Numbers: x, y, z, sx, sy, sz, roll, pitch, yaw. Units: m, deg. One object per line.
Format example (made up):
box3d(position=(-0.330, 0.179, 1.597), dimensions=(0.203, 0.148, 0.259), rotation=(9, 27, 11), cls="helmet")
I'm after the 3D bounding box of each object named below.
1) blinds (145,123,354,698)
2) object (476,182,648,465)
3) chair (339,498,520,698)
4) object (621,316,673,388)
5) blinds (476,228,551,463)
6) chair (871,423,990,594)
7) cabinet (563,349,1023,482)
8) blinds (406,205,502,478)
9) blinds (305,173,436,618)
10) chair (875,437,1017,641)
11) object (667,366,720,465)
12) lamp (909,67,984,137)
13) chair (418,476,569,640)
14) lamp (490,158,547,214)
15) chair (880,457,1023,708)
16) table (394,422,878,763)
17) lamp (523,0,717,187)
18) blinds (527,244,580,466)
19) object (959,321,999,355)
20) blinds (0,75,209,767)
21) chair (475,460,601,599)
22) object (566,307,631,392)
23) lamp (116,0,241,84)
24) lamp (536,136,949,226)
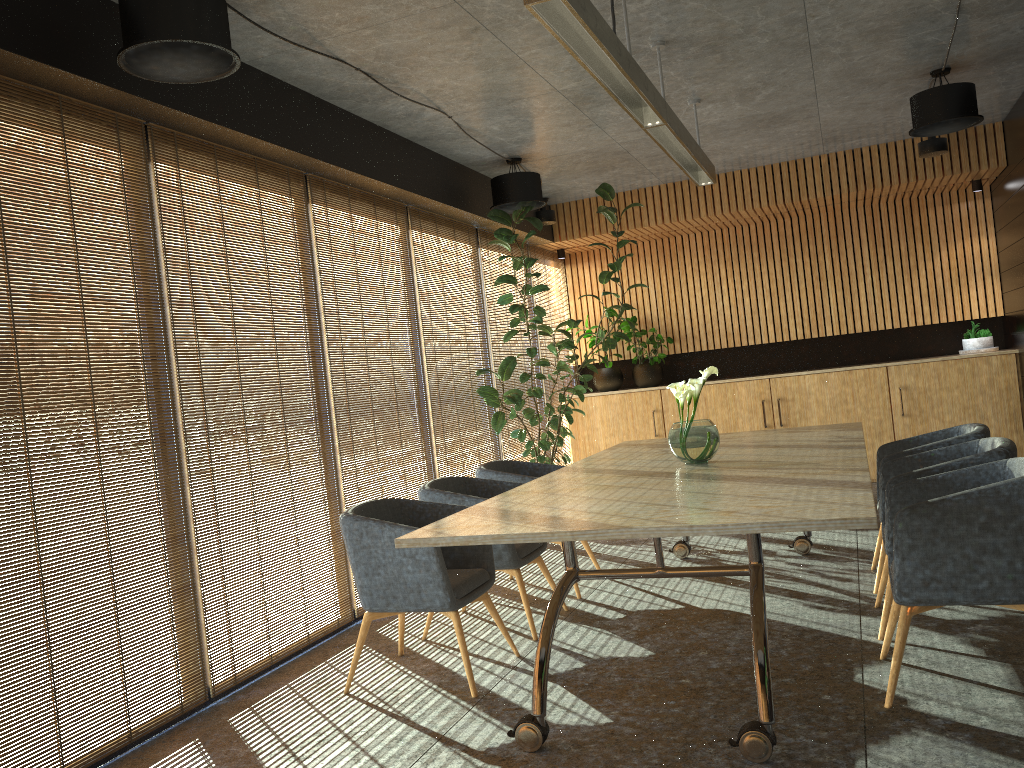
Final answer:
box3d(position=(-2.034, 0.189, 2.768), dimensions=(1.388, 3.075, 6.486), rotation=(-6, 0, 2), cls="blinds")
box3d(position=(0.295, -0.173, 8.785), dimensions=(1.875, 3.266, 1.958), rotation=(-6, 0, -31), cls="object")
box3d(position=(-0.465, 1.084, 4.745), dimensions=(0.761, 0.944, 0.706), rotation=(-6, 0, 21), cls="chair")
box3d(position=(1.577, -0.394, 10.751), dimensions=(0.679, 0.880, 0.512), rotation=(-6, 0, 24), cls="object")
box3d(position=(0.083, -0.072, 9.444), dimensions=(0.039, 3.038, 1.422), rotation=(-6, 0, 21), cls="blinds")
box3d(position=(2.589, 0.743, 5.495), dimensions=(0.761, 0.944, 0.706), rotation=(-6, 0, 21), cls="chair")
box3d(position=(3.089, 0.520, 10.324), dimensions=(4.954, 1.272, 1.006), rotation=(-6, 0, 21), cls="cabinet")
box3d(position=(-0.448, -0.011, 8.049), dimensions=(0.039, 3.038, 1.422), rotation=(-6, 0, 21), cls="blinds")
box3d(position=(-0.970, 0.048, 6.678), dimensions=(0.039, 3.038, 1.422), rotation=(-6, 0, 21), cls="blinds")
box3d(position=(2.269, 0.780, 4.655), dimensions=(0.761, 0.944, 0.706), rotation=(-6, 0, 21), cls="chair")
box3d(position=(1.039, 0.183, 5.120), dimensions=(0.295, 0.546, 0.322), rotation=(-6, 0, 31), cls="object")
box3d(position=(3.263, -2.157, 6.719), dimensions=(0.513, 0.497, 0.513), rotation=(-6, 0, -40), cls="lamp")
box3d(position=(-0.145, 1.048, 5.585), dimensions=(0.761, 0.944, 0.706), rotation=(-6, 0, 21), cls="chair")
box3d(position=(0.035, -1.799, 7.963), dimensions=(0.513, 0.497, 0.513), rotation=(-6, 0, -8), cls="lamp")
box3d(position=(1.949, 0.816, 3.815), dimensions=(0.761, 0.944, 0.706), rotation=(-6, 0, 21), cls="chair")
box3d(position=(1.116, 0.915, 5.099), dimensions=(1.816, 0.927, 3.932), rotation=(-6, 0, 21), cls="table")
box3d(position=(0.791, -1.793, 5.119), dimensions=(0.151, 0.618, 4.009), rotation=(-6, 0, 21), cls="lamp")
box3d(position=(0.604, -0.131, 10.815), dimensions=(0.039, 3.038, 1.422), rotation=(-6, 0, 21), cls="blinds")
box3d(position=(5.043, -0.510, 9.613), dimensions=(0.384, 0.347, 0.384), rotation=(-6, 0, 43), cls="object")
box3d(position=(-2.005, 0.166, 3.955), dimensions=(0.039, 3.038, 1.422), rotation=(-6, 0, 21), cls="blinds")
box3d(position=(0.174, 1.012, 6.425), dimensions=(0.761, 0.944, 0.706), rotation=(-6, 0, 21), cls="chair")
box3d(position=(1.097, -0.428, 10.948), dimensions=(0.640, 1.054, 0.666), rotation=(-6, 0, -28), cls="object")
box3d(position=(-1.486, -1.625, 3.910), dimensions=(0.513, 0.497, 0.513), rotation=(-6, 0, 10), cls="lamp")
box3d(position=(2.168, -2.124, 9.125), dimensions=(4.179, 0.294, 0.257), rotation=(-6, 0, 21), cls="lamp")
